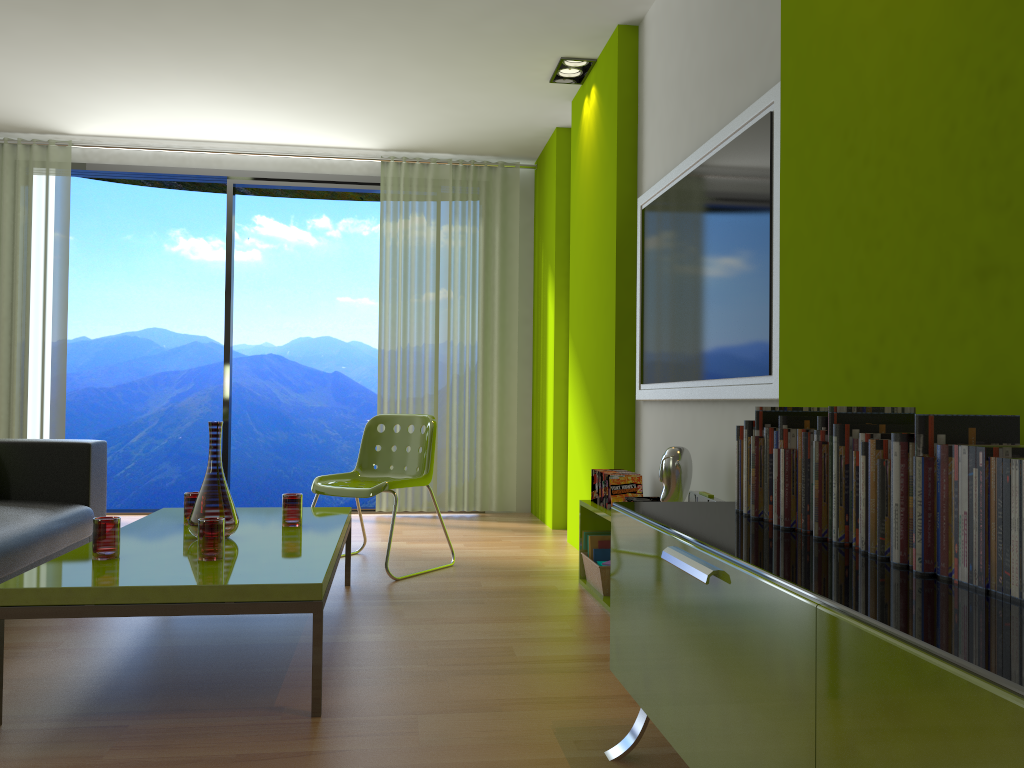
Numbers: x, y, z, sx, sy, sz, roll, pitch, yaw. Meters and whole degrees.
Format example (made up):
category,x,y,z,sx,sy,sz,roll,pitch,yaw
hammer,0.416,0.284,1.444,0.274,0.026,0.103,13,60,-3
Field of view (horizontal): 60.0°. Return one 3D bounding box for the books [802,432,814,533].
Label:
category,x,y,z,sx,sy,sz,roll,pitch,yaw
books,0.636,0.192,1.706,0.163,0.198,0.018,1,-1,-8

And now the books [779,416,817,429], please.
category,x,y,z,sx,sy,sz,roll,pitch,yaw
books,0.625,0.181,1.849,0.144,0.227,0.025,1,-1,-8

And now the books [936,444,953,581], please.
category,x,y,z,sx,sy,sz,roll,pitch,yaw
books,0.684,0.185,1.262,0.161,0.196,0.038,1,-1,-8

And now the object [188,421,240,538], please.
category,x,y,z,sx,sy,sz,roll,pitch,yaw
object,-1.021,0.329,3.044,0.168,0.400,0.168,1,-1,-22

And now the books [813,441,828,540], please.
category,x,y,z,sx,sy,sz,roll,pitch,yaw
books,0.639,0.198,1.625,0.180,0.185,0.025,1,-1,-8

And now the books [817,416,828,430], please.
category,x,y,z,sx,sy,sz,roll,pitch,yaw
books,0.649,0.177,1.686,0.144,0.229,0.025,1,-1,-8

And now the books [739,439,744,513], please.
category,x,y,z,sx,sy,sz,roll,pitch,yaw
books,0.593,0.212,2.007,0.163,0.171,0.017,1,-1,-8

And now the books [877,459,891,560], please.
category,x,y,z,sx,sy,sz,roll,pitch,yaw
books,0.662,0.203,1.421,0.161,0.166,0.020,1,-1,-8

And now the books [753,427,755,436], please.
category,x,y,z,sx,sy,sz,roll,pitch,yaw
books,0.604,0.195,1.939,0.161,0.201,0.013,1,-1,-8

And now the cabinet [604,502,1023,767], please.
category,x,y,z,sx,sy,sz,roll,pitch,yaw
cabinet,0.698,0.557,0.529,0.547,0.593,3.384,1,-1,-8

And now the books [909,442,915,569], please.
category,x,y,z,sx,sy,sz,roll,pitch,yaw
books,0.675,0.187,1.339,0.159,0.196,0.016,1,-1,-8

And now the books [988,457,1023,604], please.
category,x,y,z,sx,sy,sz,roll,pitch,yaw
books,0.696,0.187,1.114,0.131,0.185,0.112,1,-1,-8

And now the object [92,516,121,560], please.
category,x,y,z,sx,sy,sz,roll,pitch,yaw
object,-1.205,0.459,2.636,0.076,0.122,0.075,0,-1,27

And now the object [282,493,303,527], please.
category,x,y,z,sx,sy,sz,roll,pitch,yaw
object,-0.833,0.479,3.364,0.076,0.122,0.075,0,-1,27

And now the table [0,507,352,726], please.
category,x,y,z,sx,sy,sz,roll,pitch,yaw
table,-1.008,0.703,3.082,0.810,0.349,1.682,1,-1,-8

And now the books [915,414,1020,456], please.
category,x,y,z,sx,sy,sz,roll,pitch,yaw
books,0.676,0.165,1.321,0.161,0.239,0.020,1,-1,-8

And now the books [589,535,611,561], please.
category,x,y,z,sx,sy,sz,roll,pitch,yaw
books,0.427,0.784,3.994,0.158,0.202,0.051,1,-1,-8

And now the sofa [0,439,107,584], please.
category,x,y,z,sx,sy,sz,roll,pitch,yaw
sofa,-2.251,0.543,2.934,1.061,0.639,2.583,1,-1,-8

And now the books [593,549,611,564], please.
category,x,y,z,sx,sy,sz,roll,pitch,yaw
books,0.406,0.810,3.955,0.086,0.148,0.025,1,-1,-8

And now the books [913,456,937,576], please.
category,x,y,z,sx,sy,sz,roll,pitch,yaw
books,0.671,0.195,1.295,0.178,0.177,0.030,1,-1,-8

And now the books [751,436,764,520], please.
category,x,y,z,sx,sy,sz,roll,pitch,yaw
books,0.599,0.204,1.902,0.180,0.183,0.025,1,-1,-8

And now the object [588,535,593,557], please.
category,x,y,z,sx,sy,sz,roll,pitch,yaw
object,0.423,0.785,4.018,0.158,0.200,0.040,1,-1,-8

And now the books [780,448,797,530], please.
category,x,y,z,sx,sy,sz,roll,pitch,yaw
books,0.619,0.210,1.751,0.185,0.164,0.025,1,-1,-8

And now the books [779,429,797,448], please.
category,x,y,z,sx,sy,sz,roll,pitch,yaw
books,0.621,0.192,1.805,0.163,0.201,0.025,1,-1,-8

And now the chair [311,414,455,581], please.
category,x,y,z,sx,sy,sz,roll,pitch,yaw
chair,-0.679,0.530,4.425,0.640,0.759,0.546,0,-1,31

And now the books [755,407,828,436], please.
category,x,y,z,sx,sy,sz,roll,pitch,yaw
books,0.605,0.173,1.924,0.163,0.246,0.017,1,-1,-8

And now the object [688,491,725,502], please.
category,x,y,z,sx,sy,sz,roll,pitch,yaw
object,0.604,0.428,2.757,0.047,0.176,0.340,1,-1,-3

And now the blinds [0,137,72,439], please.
category,x,y,z,sx,sy,sz,roll,pitch,yaw
blinds,-3.554,-0.404,6.048,1.012,2.568,0.067,1,-1,-8

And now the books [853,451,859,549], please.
category,x,y,z,sx,sy,sz,roll,pitch,yaw
books,0.661,0.202,1.519,0.163,0.173,0.017,1,-1,-8

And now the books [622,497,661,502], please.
category,x,y,z,sx,sy,sz,roll,pitch,yaw
books,0.512,0.484,3.444,0.164,0.078,0.172,1,-1,-9

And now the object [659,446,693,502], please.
category,x,y,z,sx,sy,sz,roll,pitch,yaw
object,0.583,0.373,3.133,0.107,0.305,0.107,2,-2,-41

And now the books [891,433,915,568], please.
category,x,y,z,sx,sy,sz,roll,pitch,yaw
books,0.666,0.181,1.364,0.170,0.209,0.036,1,-1,-8

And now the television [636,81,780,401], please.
category,x,y,z,sx,sy,sz,roll,pitch,yaw
television,0.693,-0.408,3.344,0.028,0.941,1.537,1,-1,-8

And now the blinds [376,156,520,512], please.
category,x,y,z,sx,sy,sz,roll,pitch,yaw
blinds,-0.463,-0.359,6.467,1.012,2.568,0.067,1,-1,-8

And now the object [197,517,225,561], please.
category,x,y,z,sx,sy,sz,roll,pitch,yaw
object,-0.895,0.463,2.640,0.076,0.122,0.075,2,-2,-42

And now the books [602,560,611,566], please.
category,x,y,z,sx,sy,sz,roll,pitch,yaw
books,0.449,0.772,3.816,0.087,0.008,0.110,0,-1,32

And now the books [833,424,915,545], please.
category,x,y,z,sx,sy,sz,roll,pitch,yaw
books,0.650,0.180,1.568,0.172,0.217,0.031,1,-1,-8

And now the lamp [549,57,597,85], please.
category,x,y,z,sx,sy,sz,roll,pitch,yaw
lamp,0.329,-1.763,4.833,0.192,0.131,0.352,1,-1,-8

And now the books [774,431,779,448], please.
category,x,y,z,sx,sy,sz,roll,pitch,yaw
books,0.618,0.195,1.826,0.163,0.196,0.018,1,-1,-8

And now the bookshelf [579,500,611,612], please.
category,x,y,z,sx,sy,sz,roll,pitch,yaw
bookshelf,0.569,0.708,3.289,0.306,0.378,1.630,1,-1,-8

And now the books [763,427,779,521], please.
category,x,y,z,sx,sy,sz,roll,pitch,yaw
books,0.611,0.194,1.875,0.163,0.201,0.032,1,-1,-8

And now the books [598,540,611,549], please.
category,x,y,z,sx,sy,sz,roll,pitch,yaw
books,0.441,0.793,3.973,0.105,0.182,0.031,1,-1,-8

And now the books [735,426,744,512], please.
category,x,y,z,sx,sy,sz,roll,pitch,yaw
books,0.590,0.197,2.028,0.163,0.201,0.025,1,-1,-8

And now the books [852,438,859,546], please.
category,x,y,z,sx,sy,sz,roll,pitch,yaw
books,0.664,0.192,1.541,0.151,0.193,0.025,1,-1,-8

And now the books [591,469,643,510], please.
category,x,y,z,sx,sy,sz,roll,pitch,yaw
books,0.457,0.458,3.849,0.147,0.150,0.370,1,-1,-8

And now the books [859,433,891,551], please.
category,x,y,z,sx,sy,sz,roll,pitch,yaw
books,0.664,0.186,1.498,0.163,0.204,0.025,1,-1,-8

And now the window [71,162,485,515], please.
category,x,y,z,sx,sy,sz,roll,pitch,yaw
window,-1.852,-0.292,6.503,3.336,2.498,0.219,1,-1,-8

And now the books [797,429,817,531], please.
category,x,y,z,sx,sy,sz,roll,pitch,yaw
books,0.633,0.190,1.727,0.163,0.204,0.025,1,-1,-8

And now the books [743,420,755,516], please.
category,x,y,z,sx,sy,sz,roll,pitch,yaw
books,0.595,0.189,1.959,0.172,0.215,0.030,1,-1,-8

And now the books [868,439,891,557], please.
category,x,y,z,sx,sy,sz,roll,pitch,yaw
books,0.659,0.189,1.446,0.161,0.196,0.030,1,-1,-8

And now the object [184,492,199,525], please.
category,x,y,z,sx,sy,sz,roll,pitch,yaw
object,-1.207,0.475,3.370,0.076,0.122,0.075,0,-1,27

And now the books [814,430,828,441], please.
category,x,y,z,sx,sy,sz,roll,pitch,yaw
books,0.643,0.189,1.655,0.163,0.204,0.033,1,-1,-8

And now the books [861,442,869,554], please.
category,x,y,z,sx,sy,sz,roll,pitch,yaw
books,0.655,0.192,1.471,0.161,0.191,0.021,1,-1,-8

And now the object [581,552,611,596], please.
category,x,y,z,sx,sy,sz,roll,pitch,yaw
object,0.441,0.825,3.861,0.213,0.129,0.367,1,-1,-8

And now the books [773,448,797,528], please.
category,x,y,z,sx,sy,sz,roll,pitch,yaw
books,0.613,0.211,1.779,0.185,0.162,0.025,1,-1,-8

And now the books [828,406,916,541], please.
category,x,y,z,sx,sy,sz,roll,pitch,yaw
books,0.650,0.165,1.606,0.163,0.248,0.017,1,-1,-8

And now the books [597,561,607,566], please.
category,x,y,z,sx,sy,sz,roll,pitch,yaw
books,0.454,0.788,3.798,0.143,0.025,0.182,1,-1,-8

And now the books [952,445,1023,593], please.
category,x,y,z,sx,sy,sz,roll,pitch,yaw
books,0.684,0.183,1.204,0.140,0.197,0.069,1,-1,-8
